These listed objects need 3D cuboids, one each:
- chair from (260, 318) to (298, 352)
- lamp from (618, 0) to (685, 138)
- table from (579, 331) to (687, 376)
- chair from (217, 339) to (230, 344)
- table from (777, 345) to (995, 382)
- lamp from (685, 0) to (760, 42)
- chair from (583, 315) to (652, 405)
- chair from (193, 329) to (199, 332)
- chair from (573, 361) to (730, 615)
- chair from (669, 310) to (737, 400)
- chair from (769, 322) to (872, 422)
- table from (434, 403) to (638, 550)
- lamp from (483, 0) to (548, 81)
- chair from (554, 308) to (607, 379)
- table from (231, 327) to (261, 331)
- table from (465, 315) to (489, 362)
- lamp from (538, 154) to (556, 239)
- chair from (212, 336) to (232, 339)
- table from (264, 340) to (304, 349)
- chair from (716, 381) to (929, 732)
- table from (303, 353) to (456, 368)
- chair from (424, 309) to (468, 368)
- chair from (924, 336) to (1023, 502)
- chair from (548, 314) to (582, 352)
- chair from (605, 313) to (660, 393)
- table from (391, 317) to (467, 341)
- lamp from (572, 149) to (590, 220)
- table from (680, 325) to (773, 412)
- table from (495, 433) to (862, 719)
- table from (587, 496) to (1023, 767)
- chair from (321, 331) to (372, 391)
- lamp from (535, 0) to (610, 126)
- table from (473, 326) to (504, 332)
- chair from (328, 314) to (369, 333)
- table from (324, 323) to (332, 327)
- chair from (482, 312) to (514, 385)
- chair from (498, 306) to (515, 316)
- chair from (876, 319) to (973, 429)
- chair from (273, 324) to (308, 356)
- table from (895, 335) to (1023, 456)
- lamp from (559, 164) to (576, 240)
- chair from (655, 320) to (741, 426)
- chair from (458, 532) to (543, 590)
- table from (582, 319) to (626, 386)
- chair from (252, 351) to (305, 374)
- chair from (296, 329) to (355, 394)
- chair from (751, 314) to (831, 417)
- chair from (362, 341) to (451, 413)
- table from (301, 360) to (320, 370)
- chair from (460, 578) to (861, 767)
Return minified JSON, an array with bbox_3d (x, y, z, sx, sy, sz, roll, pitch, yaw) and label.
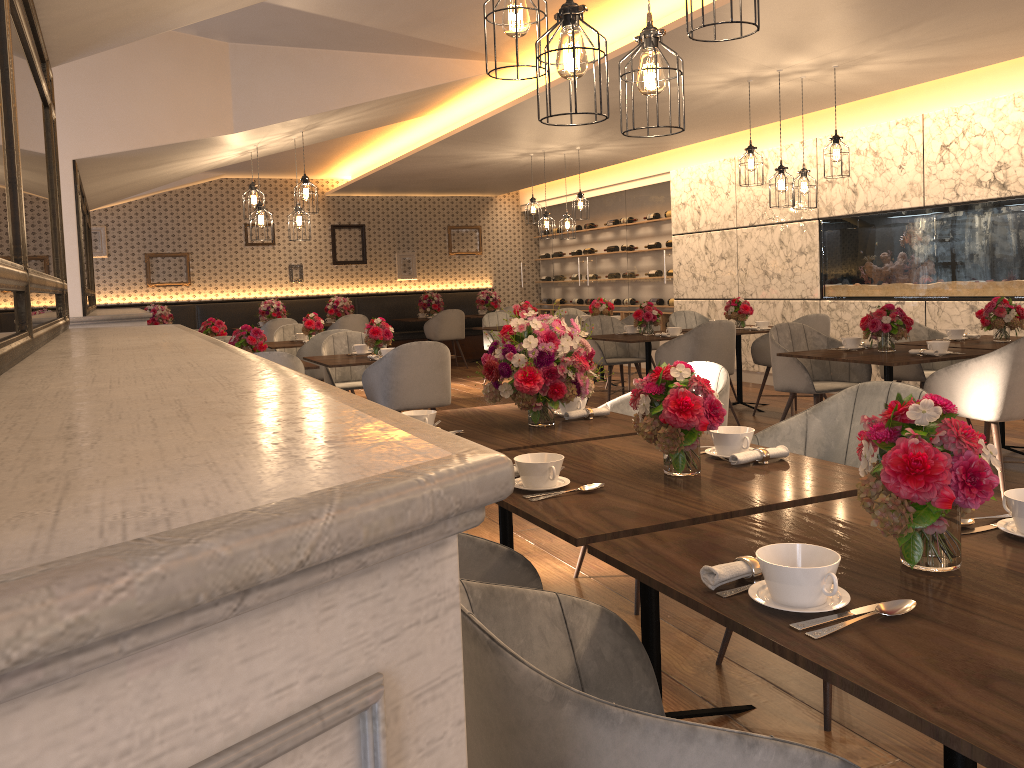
[{"bbox_3d":[-3.107,-0.456,11.865,0.566,0.869,0.527,-4,5,-24],"label":"chair"},{"bbox_3d":[0.363,-1.750,2.481,0.175,2.064,0.175,-4,4,-23],"label":"lamp"},{"bbox_3d":[1.176,-0.057,7.594,0.897,0.718,0.899,-5,6,-24],"label":"table"},{"bbox_3d":[-2.112,0.104,6.676,0.566,0.869,0.527,-4,5,-24],"label":"chair"},{"bbox_3d":[2.234,0.172,5.245,0.897,0.718,0.899,-5,6,-24],"label":"table"},{"bbox_3d":[0.491,-1.913,2.171,0.175,2.064,0.175,-4,4,-23],"label":"lamp"},{"bbox_3d":[0.952,-0.195,8.210,0.566,0.869,0.527,-4,5,-24],"label":"chair"},{"bbox_3d":[-3.066,-0.103,8.793,0.566,0.869,0.527,-4,5,-24],"label":"chair"},{"bbox_3d":[0.570,0.364,3.496,0.527,0.869,0.566,-4,5,-24],"label":"chair"},{"bbox_3d":[1.825,-0.275,8.602,0.566,0.869,0.527,-4,5,-24],"label":"chair"},{"bbox_3d":[2.011,0.034,5.861,0.566,0.869,0.527,-4,5,-24],"label":"chair"},{"bbox_3d":[-0.022,0.499,3.191,0.897,0.718,0.899,-5,6,-24],"label":"table"},{"bbox_3d":[-0.023,-1.933,2.521,0.175,2.064,0.175,-4,4,-23],"label":"lamp"},{"bbox_3d":[0.808,-0.495,10.859,0.566,0.869,0.527,-4,5,-24],"label":"chair"},{"bbox_3d":[-3.415,-0.437,12.465,0.897,0.718,0.899,-5,6,-24],"label":"table"},{"bbox_3d":[-0.377,-0.715,13.827,0.897,0.718,0.899,-5,6,-24],"label":"table"},{"bbox_3d":[0.352,-2.642,9.787,0.175,2.064,0.175,-4,4,-23],"label":"lamp"},{"bbox_3d":[-2.492,0.012,7.596,0.566,0.869,0.527,-4,5,-24],"label":"chair"},{"bbox_3d":[-1.926,-0.049,8.588,0.897,0.718,0.899,-5,6,-24],"label":"table"},{"bbox_3d":[0.956,0.447,2.640,0.527,0.869,0.566,-4,5,-24],"label":"chair"},{"bbox_3d":[-0.971,0.158,6.470,0.897,0.718,0.899,-5,6,-24],"label":"table"},{"bbox_3d":[-0.943,-0.654,12.835,0.566,0.869,0.527,-4,5,-24],"label":"chair"},{"bbox_3d":[2.542,0.153,4.645,0.566,0.869,0.527,-4,5,-24],"label":"chair"},{"bbox_3d":[0.466,-0.296,9.251,0.566,0.869,0.527,-4,5,-24],"label":"chair"},{"bbox_3d":[1.340,-0.376,9.643,0.566,0.869,0.527,-4,5,-24],"label":"chair"},{"bbox_3d":[-1.251,-0.635,13.435,0.897,0.718,0.899,-5,6,-24],"label":"table"},{"bbox_3d":[0.723,-2.844,9.725,0.175,2.064,0.175,-4,4,-23],"label":"lamp"},{"bbox_3d":[2.050,-0.137,7.986,0.897,0.718,0.899,-5,6,-24],"label":"table"},{"bbox_3d":[0.363,0.582,2.335,0.897,0.718,0.899,-5,6,-24],"label":"table"},{"bbox_3d":[0.749,0.666,1.480,0.897,0.718,0.899,-5,6,-24],"label":"table"},{"bbox_3d":[-1.238,0.024,7.068,0.566,0.869,0.527,-4,5,-24],"label":"chair"},{"bbox_3d":[0.119,-1.711,2.233,0.175,2.064,0.175,-4,4,-23],"label":"lamp"},{"bbox_3d":[0.158,-0.277,9.852,0.897,0.718,0.899,-5,6,-24],"label":"table"},{"bbox_3d":[-2.233,-0.536,12.256,0.566,0.869,0.527,-4,5,-24],"label":"chair"},{"bbox_3d":[-2.541,-0.517,12.857,0.897,0.718,0.899,-5,6,-24],"label":"table"},{"bbox_3d":[-0.066,-0.416,10.468,0.566,0.869,0.527,-4,5,-24],"label":"chair"},{"bbox_3d":[-0.069,-0.734,13.226,0.566,0.869,0.527,-4,5,-24],"label":"chair"},{"bbox_3d":[2.884,-0.046,6.253,0.566,0.869,0.527,-4,5,-24],"label":"chair"},{"bbox_3d":[-2.192,-0.183,9.185,0.566,0.869,0.527,-4,5,-24],"label":"chair"},{"bbox_3d":[3.108,0.092,5.637,0.897,0.718,0.899,-5,6,-24],"label":"table"},{"bbox_3d":[0.596,-2.681,10.035,0.175,2.064,0.175,-4,4,-23],"label":"lamp"},{"bbox_3d":[1.483,-0.076,6.994,0.566,0.869,0.527,-4,5,-24],"label":"chair"},{"bbox_3d":[-0.246,0.560,2.082,0.527,0.869,0.566,-4,5,-24],"label":"chair"},{"bbox_3d":[1.032,-0.357,10.243,0.897,0.718,0.899,-5,6,-24],"label":"table"},{"bbox_3d":[-1.538,0.219,5.479,0.566,0.869,0.527,-4,5,-24],"label":"chair"},{"bbox_3d":[-1.618,-0.067,7.988,0.566,0.869,0.527,-4,5,-24],"label":"chair"},{"bbox_3d":[2.357,-0.156,7.386,0.566,0.869,0.527,-4,5,-24],"label":"chair"},{"bbox_3d":[-0.664,0.139,5.871,0.566,0.869,0.527,-4,5,-24],"label":"chair"},{"bbox_3d":[-1.845,0.238,6.079,0.897,0.718,0.899,-5,6,-24],"label":"table"},{"bbox_3d":[0.139,0.643,1.226,0.527,0.869,0.566,-4,5,-24],"label":"chair"}]
